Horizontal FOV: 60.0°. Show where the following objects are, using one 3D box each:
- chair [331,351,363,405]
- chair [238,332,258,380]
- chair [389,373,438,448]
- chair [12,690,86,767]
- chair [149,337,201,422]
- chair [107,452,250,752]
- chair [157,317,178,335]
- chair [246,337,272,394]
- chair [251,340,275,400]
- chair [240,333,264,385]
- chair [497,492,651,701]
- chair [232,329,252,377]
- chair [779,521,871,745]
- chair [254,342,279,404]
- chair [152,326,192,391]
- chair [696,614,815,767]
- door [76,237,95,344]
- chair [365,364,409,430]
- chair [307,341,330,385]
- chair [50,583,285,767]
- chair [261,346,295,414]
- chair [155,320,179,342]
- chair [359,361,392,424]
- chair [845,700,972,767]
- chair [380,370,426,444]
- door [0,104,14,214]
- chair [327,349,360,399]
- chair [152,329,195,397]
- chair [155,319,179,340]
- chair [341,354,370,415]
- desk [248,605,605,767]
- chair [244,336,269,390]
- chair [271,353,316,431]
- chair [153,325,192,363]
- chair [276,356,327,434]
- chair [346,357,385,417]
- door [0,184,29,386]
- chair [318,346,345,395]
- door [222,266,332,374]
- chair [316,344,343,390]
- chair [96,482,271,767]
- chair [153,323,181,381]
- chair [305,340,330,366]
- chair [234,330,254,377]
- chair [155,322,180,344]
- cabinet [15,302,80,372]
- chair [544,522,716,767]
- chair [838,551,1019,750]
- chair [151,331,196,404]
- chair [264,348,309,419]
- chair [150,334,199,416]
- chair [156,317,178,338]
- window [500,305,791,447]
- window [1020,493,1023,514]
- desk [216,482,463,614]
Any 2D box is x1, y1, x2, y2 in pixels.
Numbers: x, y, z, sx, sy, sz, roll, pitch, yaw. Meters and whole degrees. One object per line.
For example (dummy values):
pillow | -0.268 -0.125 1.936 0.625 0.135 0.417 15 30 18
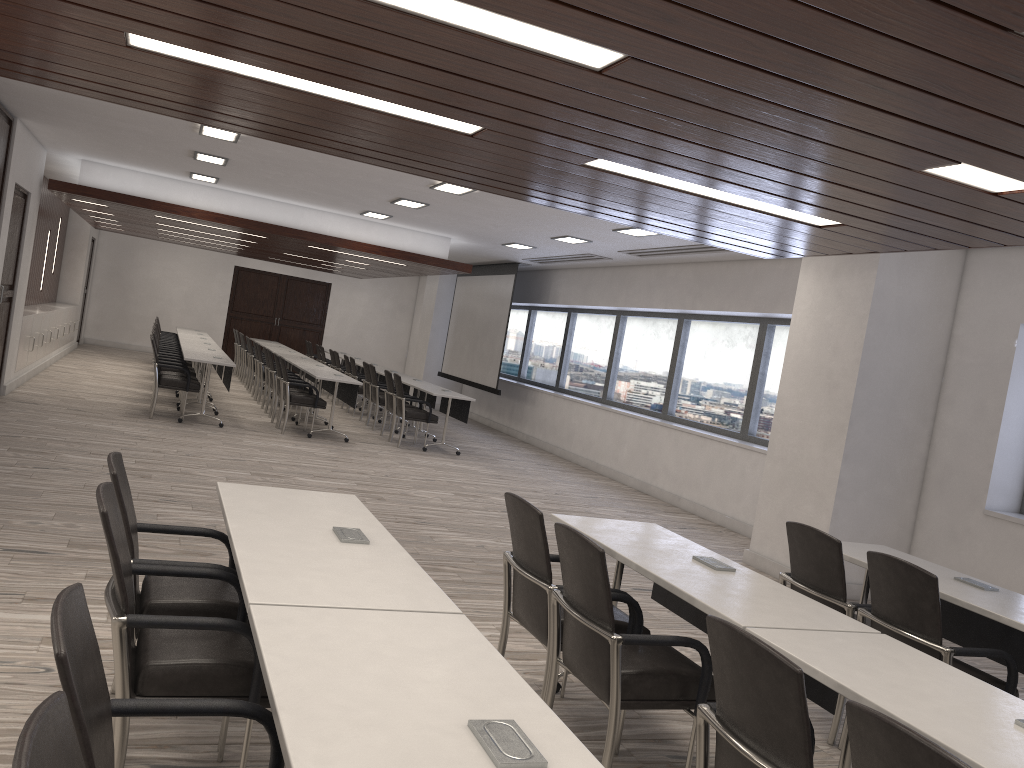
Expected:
chair | -2.953 -0.088 15.979 0.638 0.939 0.513 9 3 -22
chair | -5.065 -0.502 17.324 0.638 0.939 0.513 9 3 -21
chair | -1.316 0.365 11.750 0.638 0.939 0.513 9 3 -21
chair | -0.413 0.952 1.264 0.638 0.939 0.513 9 3 -22
chair | -4.064 -0.055 10.628 0.638 0.939 0.513 9 3 -21
chair | -1.164 0.746 3.162 0.638 0.939 0.513 9 3 -22
chair | -7.012 -0.868 18.162 0.638 0.939 0.513 9 3 -21
chair | -4.338 -0.300 15.425 0.638 0.939 0.513 9 3 -22
chair | -3.973 -0.200 14.491 0.638 0.939 0.513 9 3 -21
chair | -4.884 -0.452 16.839 0.638 0.939 0.513 9 3 -22
chair | 0.233 0.960 3.729 0.638 0.939 0.513 9 3 -23
chair | -5.626 -0.656 18.726 0.638 0.939 0.513 9 3 -23
chair | 1.599 1.169 4.280 0.638 0.939 0.513 9 3 -22
chair | -3.783 -0.148 14.013 0.638 0.939 0.513 9 3 -22
chair | -5.177 -0.360 13.437 0.638 0.939 0.513 9 3 -21
chair | 0.778 1.111 2.308 0.638 0.939 0.513 9 3 -22
door | -9.170 -1.987 18.931 0.200 2.323 1.163 9 3 -22
chair | -1.868 0.213 13.163 0.638 0.939 0.513 9 3 -21
chair | -4.066 -0.394 18.799 0.638 0.939 0.513 9 3 -21
chair | -0.614 0.898 1.740 0.638 0.939 0.513 9 3 -23
chair | -3.413 -0.046 13.088 0.638 0.939 0.513 9 3 -22
chair | -6.278 -0.665 16.266 0.638 0.939 0.513 9 3 -23
chair | -2.041 0.163 13.654 0.638 0.939 0.513 9 3 -23
chair | 0.965 1.163 1.822 0.638 0.939 0.513 9 3 -22
chair | -1.505 0.313 12.235 0.638 0.939 0.513 9 3 -22
door | -4.706 -1.047 7.596 0.200 2.889 2.327 9 3 -22
chair | -3.137 -0.140 16.469 0.638 0.939 0.513 9 3 -23
chair | -4.814 -0.262 12.534 0.638 0.939 0.513 9 3 -21
chair | -6.468 -0.717 16.753 0.638 0.939 0.513 9 3 -21
chair | -2.602 0.010 15.054 0.638 0.939 0.513 9 3 -21
desk | -0.186 1.048 1.648 0.577 0.795 1.509 9 3 -22
chair | -4.519 -0.351 15.914 0.638 0.939 0.513 9 3 -22
chair | -2.881 0.102 11.682 0.638 0.939 0.513 9 3 -23
chair | -5.358 -0.411 13.921 0.638 0.939 0.513 9 3 -22
chair | -2.677 0.157 11.193 0.638 0.939 0.513 9 3 -22
chair | -2.414 0.062 14.567 0.638 0.939 0.513 9 3 -21
door | -5.525 -0.981 9.585 0.200 2.323 1.163 9 3 -22
chair | -3.514 -0.242 17.388 0.638 0.939 0.513 9 3 -23
door | -5.727 -1.512 21.574 2.329 2.323 0.200 9 3 -22
chair | -3.705 -0.295 17.883 0.638 0.939 0.513 9 3 -22
chair | -0.972 0.799 2.671 0.638 0.939 0.513 9 3 -23
chair | -5.731 -0.513 14.852 0.638 0.939 0.513 9 3 -22
chair | -4.246 -0.445 19.286 0.638 0.939 0.513 9 3 -22
chair | -5.424 -0.602 18.252 0.638 0.939 0.513 9 3 -22
chair | -5.906 -0.563 15.344 0.638 0.939 0.513 9 3 -23
cabinet | -7.562 -0.881 14.285 0.476 0.698 7.540 9 3 -22
chair | 0.421 1.012 3.240 0.638 0.939 0.513 9 3 -23
chair | 1.802 1.224 3.802 0.638 0.939 0.513 9 3 -22
chair | -4.622 -0.208 12.039 0.638 0.939 0.513 9 3 -22
chair | -3.226 0.005 12.606 0.638 0.939 0.513 9 3 -23
chair | -4.261 -0.109 11.109 0.638 0.939 0.513 9 3 -22
chair | -6.820 -0.815 17.678 0.638 0.939 0.513 9 3 -22
window | 1.547 -0.395 13.351 0.118 1.419 10.452 9 3 -22
window | 5.348 0.654 3.606 0.118 1.419 6.968 9 3 -22
desk | -0.737 0.896 3.060 0.577 0.795 1.509 9 3 -22
